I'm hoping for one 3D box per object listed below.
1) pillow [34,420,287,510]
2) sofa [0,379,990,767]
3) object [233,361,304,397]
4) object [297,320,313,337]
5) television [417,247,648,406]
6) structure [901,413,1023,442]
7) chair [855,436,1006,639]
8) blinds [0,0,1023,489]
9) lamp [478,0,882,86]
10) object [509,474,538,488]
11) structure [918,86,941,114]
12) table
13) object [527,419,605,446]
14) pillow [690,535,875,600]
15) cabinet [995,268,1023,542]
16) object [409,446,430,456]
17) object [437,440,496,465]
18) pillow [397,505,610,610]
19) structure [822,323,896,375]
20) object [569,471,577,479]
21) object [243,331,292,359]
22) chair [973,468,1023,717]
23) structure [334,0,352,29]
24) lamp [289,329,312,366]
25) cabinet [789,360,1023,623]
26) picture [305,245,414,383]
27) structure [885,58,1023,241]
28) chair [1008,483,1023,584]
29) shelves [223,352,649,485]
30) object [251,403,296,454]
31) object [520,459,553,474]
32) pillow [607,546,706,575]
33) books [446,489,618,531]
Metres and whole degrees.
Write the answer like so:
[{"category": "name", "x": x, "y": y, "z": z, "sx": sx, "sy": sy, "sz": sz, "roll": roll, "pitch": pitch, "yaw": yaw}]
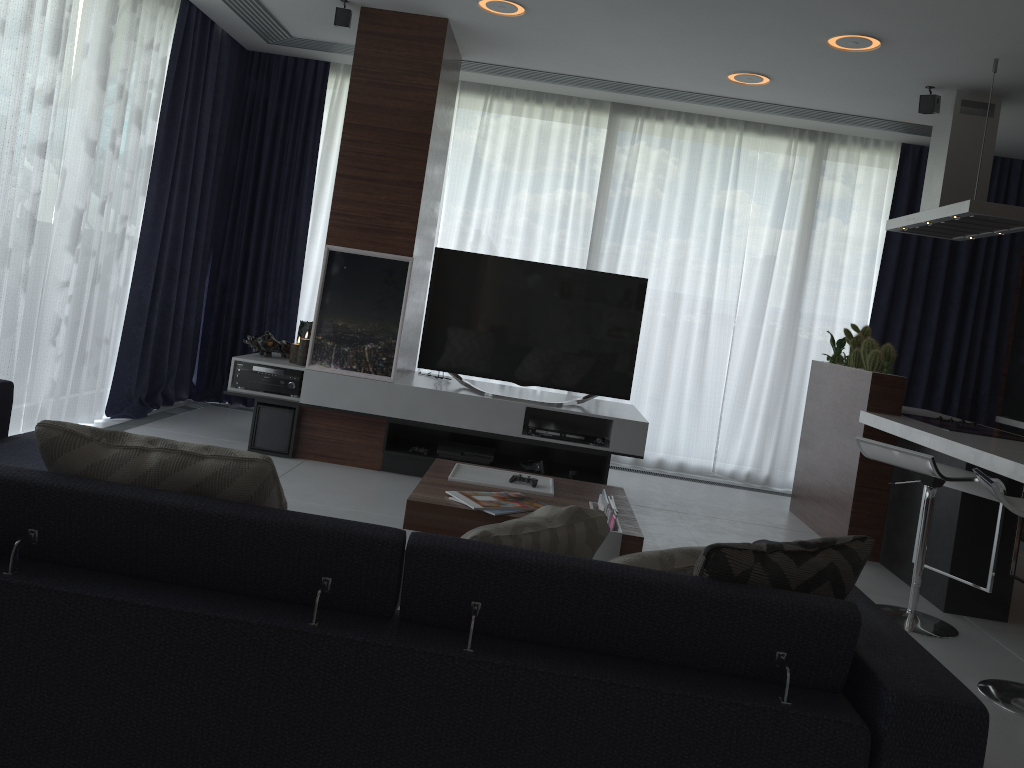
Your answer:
[{"category": "pillow", "x": -0.700, "y": 0.280, "z": 1.818, "sx": 0.495, "sy": 0.387, "sz": 0.343, "roll": 9, "pitch": 3, "yaw": 2}, {"category": "sofa", "x": -0.606, "y": 0.432, "z": 2.474, "sx": 2.873, "sy": 0.607, "sz": 1.906, "roll": 9, "pitch": 5, "yaw": 2}, {"category": "object", "x": -1.372, "y": -0.039, "z": 5.130, "sx": 0.369, "sy": 0.150, "sz": 0.370, "roll": 9, "pitch": 5, "yaw": 2}, {"category": "object", "x": -1.272, "y": -0.280, "z": 5.576, "sx": 0.168, "sy": 0.229, "sz": 0.169, "roll": 8, "pitch": 2, "yaw": -22}, {"category": "television", "x": 0.110, "y": -0.307, "z": 5.072, "sx": 1.230, "sy": 0.785, "sz": 0.298, "roll": 9, "pitch": 1, "yaw": 2}, {"category": "structure", "x": 2.266, "y": 0.228, "z": 4.420, "sx": 0.504, "sy": 0.057, "sz": 0.766, "roll": 9, "pitch": 5, "yaw": 2}, {"category": "chair", "x": 1.649, "y": 0.613, "z": 3.602, "sx": 0.461, "sy": 0.708, "sz": 0.399, "roll": 8, "pitch": 2, "yaw": -26}, {"category": "blinds", "x": 0.346, "y": -0.567, "z": 3.000, "sx": 5.805, "sy": 2.766, "sz": 7.155, "roll": 9, "pitch": 5, "yaw": 5}, {"category": "lamp", "x": 3.485, "y": -1.240, "z": 3.032, "sx": 9.559, "sy": 0.084, "sz": 5.380, "roll": 7, "pitch": 5, "yaw": -12}, {"category": "object", "x": 0.050, "y": 0.376, "z": 3.472, "sx": 0.113, "sy": 0.036, "sz": 0.071, "roll": 10, "pitch": 5, "yaw": 15}, {"category": "structure", "x": 2.305, "y": -1.557, "z": 4.870, "sx": 0.085, "sy": 0.142, "sz": 0.114, "roll": 10, "pitch": 3, "yaw": 42}, {"category": "table", "x": 0.034, "y": 0.574, "z": 3.342, "sx": 0.800, "sy": 0.352, "sz": 0.808, "roll": 9, "pitch": 5, "yaw": 2}, {"category": "object", "x": 0.301, "y": 0.274, "z": 5.004, "sx": 0.430, "sy": 0.053, "sz": 0.337, "roll": 9, "pitch": 5, "yaw": 2}, {"category": "pillow", "x": 0.475, "y": 0.464, "z": 1.763, "sx": 0.413, "sy": 0.385, "sz": 0.223, "roll": 7, "pitch": 2, "yaw": -28}, {"category": "cabinet", "x": 3.721, "y": -0.080, "z": 4.382, "sx": 0.706, "sy": 2.547, "sz": 3.490, "roll": 9, "pitch": 4, "yaw": 1}, {"category": "object", "x": -0.512, "y": 0.370, "z": 4.938, "sx": 0.113, "sy": 0.036, "sz": 0.071, "roll": 10, "pitch": 5, "yaw": 15}, {"category": "object", "x": -0.254, "y": 0.385, "z": 5.014, "sx": 0.314, "sy": 0.067, "sz": 0.315, "roll": 9, "pitch": 5, "yaw": 2}, {"category": "pillow", "x": -0.028, "y": 0.408, "z": 1.854, "sx": 0.416, "sy": 0.350, "sz": 0.282, "roll": 5, "pitch": 4, "yaw": -45}, {"category": "structure", "x": 1.974, "y": -0.214, "z": 5.060, "sx": 0.223, "sy": 0.285, "sz": 1.003, "roll": 9, "pitch": 5, "yaw": 4}, {"category": "object", "x": 0.337, "y": 0.500, "z": 4.879, "sx": 0.044, "sy": 0.043, "sz": 0.044, "roll": 9, "pitch": 3, "yaw": 2}, {"category": "object", "x": -1.446, "y": -0.237, "z": 5.254, "sx": 0.309, "sy": 0.150, "sz": 0.138, "roll": 5, "pitch": 4, "yaw": -41}, {"category": "chair", "x": 1.750, "y": 0.693, "z": 2.914, "sx": 0.466, "sy": 0.708, "sz": 0.395, "roll": 9, "pitch": 2, "yaw": 19}, {"category": "structure", "x": -0.937, "y": -2.049, "z": 4.911, "sx": 0.084, "sy": 0.142, "sz": 0.115, "roll": 8, "pitch": 2, "yaw": -8}, {"category": "lamp", "x": -1.216, "y": -0.218, "z": 5.096, "sx": 0.077, "sy": 0.211, "sz": 0.154, "roll": 8, "pitch": 2, "yaw": -40}, {"category": "cabinet", "x": 2.237, "y": -0.259, "z": 3.919, "sx": 0.786, "sy": 2.545, "sz": 3.345, "roll": 9, "pitch": 4, "yaw": 1}, {"category": "picture", "x": -0.845, "y": -0.393, "z": 4.907, "sx": 0.500, "sy": 0.699, "sz": 0.053, "roll": 9, "pitch": 0, "yaw": 2}, {"category": "structure", "x": 2.488, "y": -1.212, "z": 4.756, "sx": 0.446, "sy": 0.758, "sz": 1.047, "roll": 9, "pitch": 4, "yaw": 2}, {"category": "chair", "x": 2.355, "y": 0.709, "z": 3.545, "sx": 0.463, "sy": 0.739, "sz": 0.397, "roll": 8, "pitch": 1, "yaw": -3}, {"category": "shelves", "x": -0.433, "y": 0.241, "z": 5.298, "sx": 2.350, "sy": 0.498, "sz": 0.876, "roll": 9, "pitch": 4, "yaw": 2}, {"category": "object", "x": -1.323, "y": 0.242, "z": 5.025, "sx": 0.213, "sy": 0.251, "sz": 0.255, "roll": 9, "pitch": 3, "yaw": 2}, {"category": "object", "x": 0.132, "y": 0.446, "z": 4.946, "sx": 0.185, "sy": 0.079, "sz": 0.116, "roll": 11, "pitch": 5, "yaw": 32}, {"category": "pillow", "x": 0.252, "y": 0.456, "z": 1.871, "sx": 0.414, "sy": 0.294, "sz": 0.333, "roll": 6, "pitch": 4, "yaw": -36}, {"category": "books", "x": 3.638, "y": 0.936, "z": 4.342, "sx": 8.204, "sy": 0.372, "sz": 0.408, "roll": 7, "pitch": 4, "yaw": -19}]
